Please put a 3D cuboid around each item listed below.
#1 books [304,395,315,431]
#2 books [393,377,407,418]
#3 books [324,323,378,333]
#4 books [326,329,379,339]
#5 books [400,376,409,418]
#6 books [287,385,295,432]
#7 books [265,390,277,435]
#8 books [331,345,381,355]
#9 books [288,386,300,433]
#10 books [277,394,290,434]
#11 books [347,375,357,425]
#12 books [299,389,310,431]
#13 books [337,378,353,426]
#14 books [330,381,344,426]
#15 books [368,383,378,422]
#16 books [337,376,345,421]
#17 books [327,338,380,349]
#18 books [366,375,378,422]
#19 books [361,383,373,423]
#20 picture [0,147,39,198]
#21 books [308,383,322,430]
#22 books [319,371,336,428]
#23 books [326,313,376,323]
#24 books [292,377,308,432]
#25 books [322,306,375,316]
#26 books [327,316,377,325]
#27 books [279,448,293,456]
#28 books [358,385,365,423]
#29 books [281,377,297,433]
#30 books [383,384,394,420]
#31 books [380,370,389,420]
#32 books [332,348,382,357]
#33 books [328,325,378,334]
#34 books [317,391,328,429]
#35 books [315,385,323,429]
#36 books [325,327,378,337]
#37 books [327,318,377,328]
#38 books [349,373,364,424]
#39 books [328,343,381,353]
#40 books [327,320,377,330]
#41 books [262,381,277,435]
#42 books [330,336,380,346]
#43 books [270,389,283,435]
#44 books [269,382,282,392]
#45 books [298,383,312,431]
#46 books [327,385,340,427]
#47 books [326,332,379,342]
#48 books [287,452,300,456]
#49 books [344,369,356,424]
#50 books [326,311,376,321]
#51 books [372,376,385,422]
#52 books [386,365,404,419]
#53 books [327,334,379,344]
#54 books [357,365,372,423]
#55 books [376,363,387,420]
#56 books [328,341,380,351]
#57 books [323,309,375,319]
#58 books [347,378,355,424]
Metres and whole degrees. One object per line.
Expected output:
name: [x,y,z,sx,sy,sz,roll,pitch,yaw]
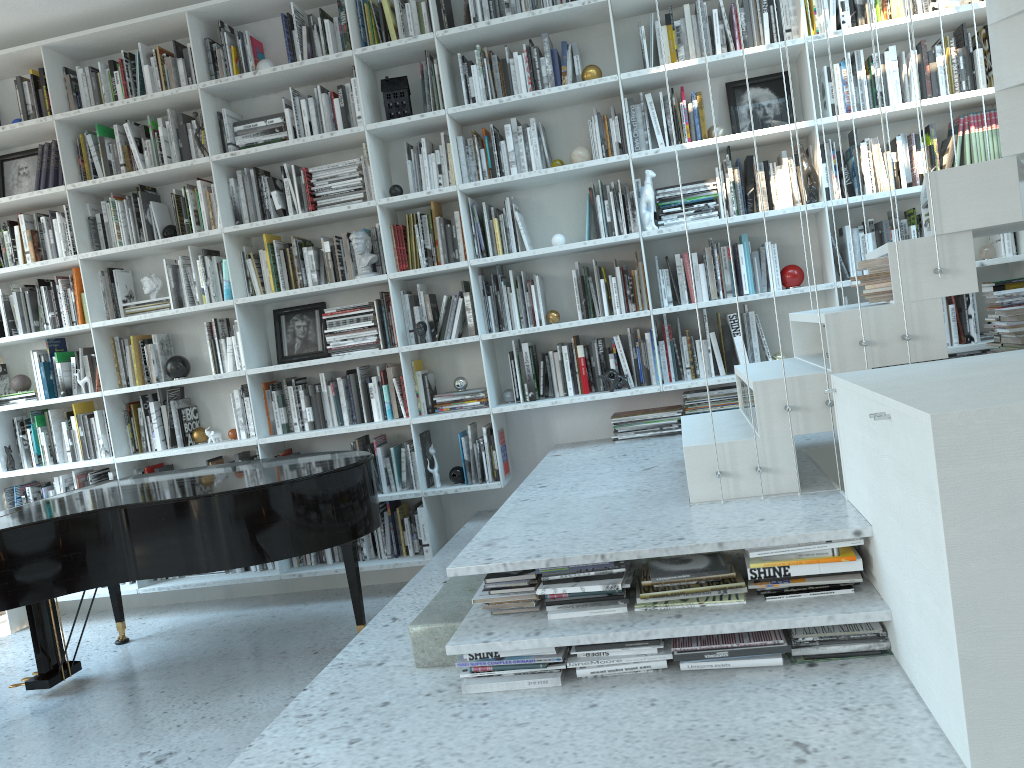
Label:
books: [-1.054,0.148,4.754,0.029,0.184,0.174,-8,4,11]
books: [-0.567,0.067,4.663,0.042,0.212,0.169,-8,4,11]
books: [-0.827,-0.299,4.686,0.285,0.012,0.159,-8,3,16]
books: [-0.821,-0.264,4.695,0.285,0.012,0.159,-8,3,13]
books: [-0.541,0.061,4.659,0.011,0.216,0.166,-8,4,11]
books: [-1.160,0.129,4.802,0.024,0.248,0.132,-8,4,11]
books: [-1.274,0.146,4.818,0.029,0.244,0.154,-8,4,11]
books: [-0.809,-0.182,4.701,0.254,0.012,0.160,-8,3,13]
books: [-1.139,0.128,4.780,0.027,0.246,0.179,-8,4,11]
books: [-1.209,0.156,4.802,0.024,0.208,0.169,-8,4,11]
books: [-0.821,0.076,4.720,0.010,0.261,0.181,-8,4,11]
books: [-1.080,0.134,4.763,0.023,0.217,0.174,-8,4,11]
books: [-0.863,0.090,4.722,0.026,0.245,0.191,-8,4,11]
books: [-0.913,0.101,4.744,0.031,0.237,0.158,-8,4,11]
books: [-0.705,0.089,4.694,0.023,0.204,0.167,-8,4,11]
books: [-0.884,0.087,4.753,0.025,0.255,0.136,-8,4,11]
books: [-0.816,-0.217,4.691,0.285,0.012,0.159,-8,3,16]
books: [-0.724,0.076,4.708,0.014,0.235,0.154,-8,4,11]
books: [-0.742,0.093,4.702,0.024,0.207,0.183,-8,4,11]
picture: [-2.773,-1.167,5.016,0.300,0.300,0.077,-8,4,11]
books: [-1.028,0.117,4.754,0.029,0.238,0.165,-8,4,11]
books: [-0.968,0.081,4.751,0.026,0.292,0.151,-8,4,11]
books: [-0.834,-0.348,4.687,0.254,0.012,0.160,-8,3,8]
books: [-1.123,0.107,4.771,0.013,0.282,0.166,-8,4,11]
books: [-0.840,-0.383,4.680,0.285,0.012,0.159,-8,3,6]
books: [-0.832,-0.336,4.686,0.254,0.012,0.160,-8,3,7]
books: [-1.193,0.495,4.764,0.012,0.285,0.137,-8,4,11]
books: [-0.774,0.099,4.721,0.021,0.203,0.128,-8,4,11]
books: [-1.187,0.110,4.811,0.027,0.291,0.140,-8,4,11]
books: [-0.632,0.090,4.676,0.023,0.183,0.169,-8,4,11]
books: [-0.651,0.055,4.701,0.014,0.256,0.145,-8,4,11]
books: [-0.808,-0.169,4.697,0.254,0.012,0.160,-8,3,7]
books: [-0.825,-0.287,4.687,0.254,0.012,0.160,-8,3,6]
books: [-0.987,0.132,4.746,0.023,0.196,0.165,-8,4,11]
books: [-1.005,0.117,4.760,0.013,0.230,0.138,-8,4,11]
books: [-0.824,-0.276,4.687,0.285,0.012,0.159,-8,3,16]
books: [-0.830,-0.324,4.689,0.254,0.012,0.160,-8,3,8]
books: [-0.804,0.073,4.710,0.028,0.264,0.161,-8,4,11]
books: [-0.812,-0.193,4.693,0.285,0.012,0.159,-8,3,6]
books: [-0.828,-0.312,4.690,0.254,0.012,0.160,-8,3,14]
books: [-1.296,0.129,4.824,0.012,0.285,0.159,-8,4,11]
books: [-0.817,-0.229,4.691,0.254,0.012,0.160,-8,3,6]
books: [-1.238,0.147,4.794,0.027,0.234,0.167,-8,4,11]
books: [-1.258,0.129,4.806,0.011,0.275,0.145,-8,4,11]
books: [-1.100,0.122,4.788,0.021,0.244,0.141,-8,4,11]
books: [-0.936,0.112,4.757,0.025,0.220,0.140,-8,4,11]
books: [-0.819,-0.253,4.698,0.285,0.012,0.159,-8,3,12]
books: [-1.158,0.503,4.744,0.021,0.260,0.169,-8,4,11]
books: [-0.843,0.065,4.741,0.014,0.286,0.134,-8,4,11]
books: [-0.836,-0.360,4.684,0.254,0.012,0.160,-8,3,7]
books: [-0.685,0.071,4.689,0.023,0.234,0.174,-8,4,11]
books: [-0.603,0.041,4.678,0.026,0.272,0.175,-8,4,11]
books: [-0.817,-0.241,4.702,0.285,0.012,0.159,-8,3,11]
books: [-0.766,0.051,4.705,0.012,0.297,0.177,-8,4,11]
books: [-0.669,0.039,4.695,0.014,0.294,0.137,-8,4,11]
books: [-0.812,-0.206,4.702,0.285,0.012,0.159,-8,3,10]
books: [-0.837,-0.372,4.688,0.285,0.012,0.159,-8,3,13]
books: [-0.829,0.081,4.733,0.011,0.252,0.158,-8,4,11]
